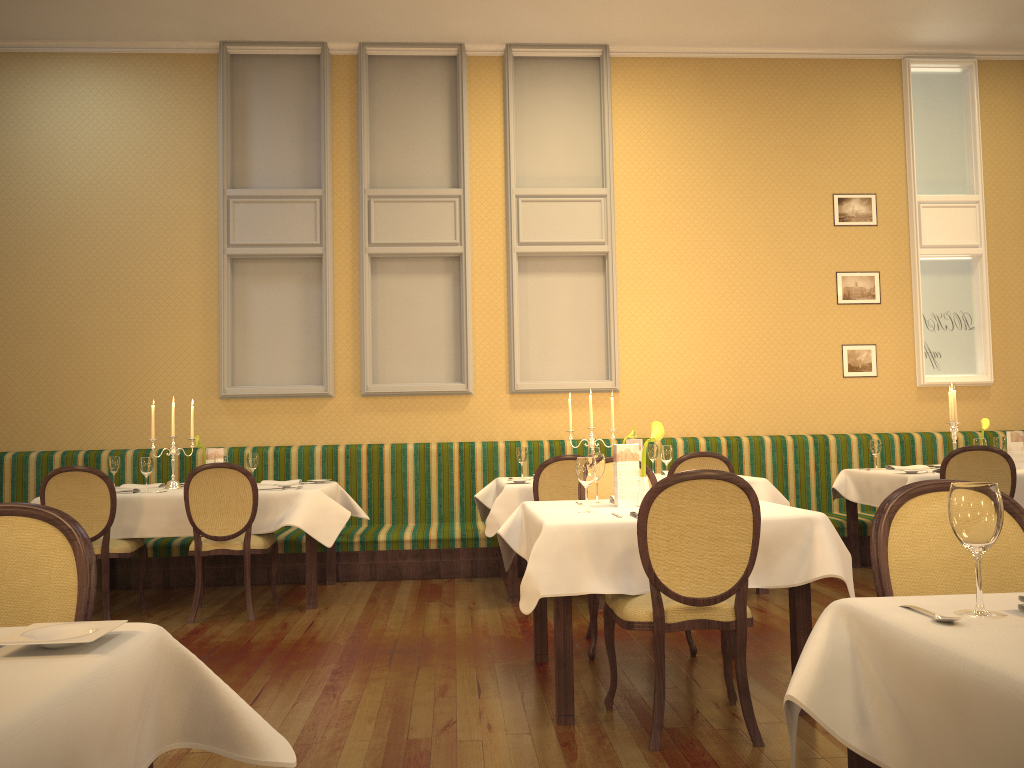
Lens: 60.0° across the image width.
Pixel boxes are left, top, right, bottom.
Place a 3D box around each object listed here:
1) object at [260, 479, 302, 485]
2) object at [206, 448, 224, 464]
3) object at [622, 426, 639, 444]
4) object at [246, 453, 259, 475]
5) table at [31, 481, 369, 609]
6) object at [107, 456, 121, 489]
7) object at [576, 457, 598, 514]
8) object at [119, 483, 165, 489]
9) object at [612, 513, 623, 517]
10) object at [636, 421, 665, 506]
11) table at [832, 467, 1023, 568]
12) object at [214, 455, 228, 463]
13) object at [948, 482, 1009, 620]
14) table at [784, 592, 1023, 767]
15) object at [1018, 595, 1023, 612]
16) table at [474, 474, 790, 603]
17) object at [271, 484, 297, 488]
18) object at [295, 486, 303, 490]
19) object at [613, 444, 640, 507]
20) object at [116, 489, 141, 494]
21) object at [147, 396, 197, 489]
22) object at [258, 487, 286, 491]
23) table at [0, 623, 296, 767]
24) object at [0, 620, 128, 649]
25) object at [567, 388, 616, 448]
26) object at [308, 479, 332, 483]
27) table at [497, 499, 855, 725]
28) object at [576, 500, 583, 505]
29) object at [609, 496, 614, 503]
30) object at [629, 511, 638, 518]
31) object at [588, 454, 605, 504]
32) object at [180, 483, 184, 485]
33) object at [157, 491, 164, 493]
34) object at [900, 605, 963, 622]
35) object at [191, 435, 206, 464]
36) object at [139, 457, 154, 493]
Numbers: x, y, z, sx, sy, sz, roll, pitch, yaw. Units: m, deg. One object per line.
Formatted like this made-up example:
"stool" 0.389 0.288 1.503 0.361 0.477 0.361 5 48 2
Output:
"object" -1.674 0.714 6.433 0.273 0.033 0.142 -1 -3 -4
"object" -2.058 0.579 6.068 0.081 0.277 0.166 -2 -3 18
"object" 0.843 0.489 6.454 0.163 0.375 0.076 0 -3 -22
"object" -1.882 0.618 6.436 0.088 0.229 0.088 -4 -4 44
"table" -2.114 1.092 6.041 2.152 0.759 1.385 -1 -3 -4
"object" -2.860 0.635 6.375 0.088 0.229 0.088 -4 -4 44
"object" 0.310 0.418 3.675 0.088 0.229 0.088 -4 -4 44
"object" -2.639 0.729 6.331 0.273 0.033 0.142 -1 -3 -4
"object" 0.414 0.517 3.519 0.017 0.010 0.185 -1 -3 -4
"object" 0.604 0.352 3.902 0.076 0.375 0.163 0 -4 -27
"table" 3.519 0.995 6.423 2.152 0.759 1.385 -1 -3 -4
"object" -1.910 0.585 5.826 0.088 0.229 0.088 -4 -4 44
"object" 0.817 0.289 1.557 0.088 0.229 0.088 -4 -4 44
"table" 1.563 0.746 1.224 2.152 0.759 1.385 -1 -3 -4
"object" 1.038 0.383 1.514 0.273 0.033 0.142 -1 -3 -4
"table" 0.822 1.041 6.240 2.152 0.759 1.385 -1 -3 -4
"object" -1.523 0.687 5.943 0.160 0.024 0.160 -1 -3 -4
"object" -1.401 0.681 5.816 0.038 0.015 0.181 -1 -3 -2
"object" 0.490 0.409 3.977 0.081 0.277 0.166 -4 -4 43
"object" -2.566 0.694 5.735 0.273 0.033 0.142 -1 -3 -4
"object" -2.363 0.405 6.186 0.131 0.655 0.390 -4 -4 42
"object" -1.615 0.679 5.748 0.273 0.024 0.142 -1 -3 -4
"table" -1.449 0.797 1.020 2.152 0.759 1.385 -1 -3 -4
"object" -0.742 0.420 1.460 0.160 0.024 0.160 -1 -3 -4
"object" 0.572 0.355 6.384 0.390 0.655 0.131 -2 -3 15
"object" -1.407 0.714 6.481 0.160 0.024 0.160 -1 -3 -4
"table" 0.644 0.909 3.809 1.395 0.759 1.389 -1 -3 -2
"object" 0.315 0.553 4.138 0.017 0.010 0.185 -1 -3 -3
"object" 0.604 0.540 4.155 0.273 0.033 0.142 -1 -3 -4
"object" 0.607 0.505 3.466 0.273 0.024 0.142 -1 -3 -4
"object" 0.396 0.443 4.158 0.088 0.229 0.088 -4 -4 44
"object" -2.344 0.731 6.436 0.160 0.024 0.160 -1 -3 -4
"object" -2.274 0.699 5.769 0.017 0.010 0.185 -1 -3 -4
"object" 0.731 0.398 1.551 0.038 0.015 0.181 -1 -3 -2
"object" -2.175 0.543 6.224 0.076 0.375 0.163 -2 -3 18
"object" -2.380 0.592 5.776 0.088 0.229 0.088 -4 -4 44
